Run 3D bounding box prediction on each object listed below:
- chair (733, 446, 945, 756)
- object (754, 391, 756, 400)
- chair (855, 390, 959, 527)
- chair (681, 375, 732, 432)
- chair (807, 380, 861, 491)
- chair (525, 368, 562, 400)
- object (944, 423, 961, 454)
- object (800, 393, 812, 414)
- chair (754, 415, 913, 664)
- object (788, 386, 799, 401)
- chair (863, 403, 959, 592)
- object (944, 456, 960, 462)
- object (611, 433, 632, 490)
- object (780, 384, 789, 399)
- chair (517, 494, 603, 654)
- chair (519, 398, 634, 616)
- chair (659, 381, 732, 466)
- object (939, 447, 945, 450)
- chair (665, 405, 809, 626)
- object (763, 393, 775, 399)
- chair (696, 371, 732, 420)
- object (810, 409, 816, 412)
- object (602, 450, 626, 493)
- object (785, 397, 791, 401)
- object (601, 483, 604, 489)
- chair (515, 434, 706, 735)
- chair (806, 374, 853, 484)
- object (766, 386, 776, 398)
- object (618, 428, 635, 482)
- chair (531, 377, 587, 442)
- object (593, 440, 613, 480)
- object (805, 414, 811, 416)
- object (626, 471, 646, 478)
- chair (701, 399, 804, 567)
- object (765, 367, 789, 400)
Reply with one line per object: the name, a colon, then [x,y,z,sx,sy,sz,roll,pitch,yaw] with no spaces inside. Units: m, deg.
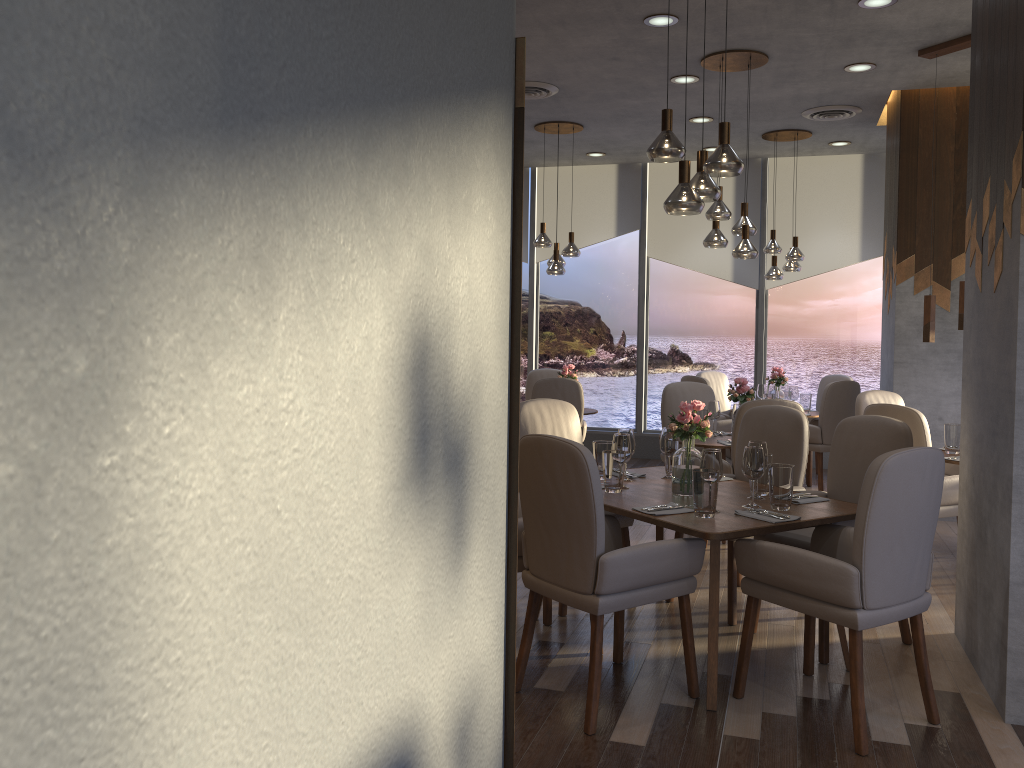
chair: [1.189,0.692,3.204,0.528,0.999,0.600,0,2,-35]
object: [2.237,0.152,8.330,0.102,0.178,0.102,2,2,35]
chair: [2.607,0.558,5.856,0.528,0.999,0.600,0,2,-23]
chair: [1.838,0.421,7.963,0.600,0.999,0.529,0,2,-26]
chair: [2.652,0.451,7.665,0.528,0.999,0.600,0,2,-29]
chair: [0.351,0.361,8.571,0.528,0.999,0.600,1,2,-2]
object: [2.679,0.334,5.385,0.102,0.178,0.102,1,2,-2]
object: [2.652,0.178,8.004,0.102,0.178,0.102,3,3,43]
chair: [1.452,0.649,4.002,0.600,0.999,0.529,0,2,-29]
object: [2.559,0.141,8.059,0.092,0.244,0.092,-1,2,-43]
chair: [2.319,0.604,5.002,0.600,0.999,0.529,0,2,-26]
object: [2.625,0.427,5.142,0.255,0.019,0.157,-1,4,-26]
object: [0.491,0.346,3.978,0.092,0.244,0.092,1,2,13]
object: [2.542,0.127,8.288,0.092,0.244,0.092,2,2,20]
chair: [0.028,0.639,3.789,0.600,0.999,0.529,0,2,-29]
chair: [0.294,0.596,4.594,0.528,0.999,0.600,0,2,-29]
chair: [1.369,0.497,6.543,0.528,0.999,0.600,1,2,-6]
object: [2.794,0.408,5.506,0.157,0.019,0.255,-1,4,-28]
chair: [1.157,0.616,4.484,0.600,0.999,0.529,0,2,-35]
object: [2.301,0.176,7.944,0.102,0.178,0.102,1,2,-11]
chair: [2.114,0.382,8.694,0.528,0.999,0.600,0,2,-29]
object: [2.705,0.243,8.273,0.255,0.019,0.157,-1,4,-28]
object: [0.446,0.384,3.880,0.102,0.178,0.102,1,2,7]
object: [2.588,0.154,8.387,0.102,0.178,0.102,2,2,28]
object: [0.324,0.455,3.996,0.255,0.019,0.157,-1,4,-29]
chair: [0.343,0.672,3.315,0.600,0.999,0.529,-1,2,-37]
chair: [2.897,0.410,8.438,0.600,0.999,0.529,0,2,-25]
object: [2.350,0.138,8.041,0.092,0.244,0.092,1,2,-2]
object: [0.534,0.335,4.173,0.092,0.244,0.092,2,2,20]
chair: [0.359,0.430,7.410,0.528,0.999,0.600,1,2,-1]
object: [0.435,0.363,4.221,0.102,0.178,0.102,1,2,-2]
object: [2.524,0.262,7.899,0.157,0.019,0.255,0,4,-23]
object: [0.550,0.438,4.341,0.157,0.019,0.255,-1,4,-28]
chair: [1.466,0.567,5.386,0.528,0.999,0.600,1,2,-6]
object: [2.448,0.047,8.169,0.198,0.415,0.210,0,2,-35]
